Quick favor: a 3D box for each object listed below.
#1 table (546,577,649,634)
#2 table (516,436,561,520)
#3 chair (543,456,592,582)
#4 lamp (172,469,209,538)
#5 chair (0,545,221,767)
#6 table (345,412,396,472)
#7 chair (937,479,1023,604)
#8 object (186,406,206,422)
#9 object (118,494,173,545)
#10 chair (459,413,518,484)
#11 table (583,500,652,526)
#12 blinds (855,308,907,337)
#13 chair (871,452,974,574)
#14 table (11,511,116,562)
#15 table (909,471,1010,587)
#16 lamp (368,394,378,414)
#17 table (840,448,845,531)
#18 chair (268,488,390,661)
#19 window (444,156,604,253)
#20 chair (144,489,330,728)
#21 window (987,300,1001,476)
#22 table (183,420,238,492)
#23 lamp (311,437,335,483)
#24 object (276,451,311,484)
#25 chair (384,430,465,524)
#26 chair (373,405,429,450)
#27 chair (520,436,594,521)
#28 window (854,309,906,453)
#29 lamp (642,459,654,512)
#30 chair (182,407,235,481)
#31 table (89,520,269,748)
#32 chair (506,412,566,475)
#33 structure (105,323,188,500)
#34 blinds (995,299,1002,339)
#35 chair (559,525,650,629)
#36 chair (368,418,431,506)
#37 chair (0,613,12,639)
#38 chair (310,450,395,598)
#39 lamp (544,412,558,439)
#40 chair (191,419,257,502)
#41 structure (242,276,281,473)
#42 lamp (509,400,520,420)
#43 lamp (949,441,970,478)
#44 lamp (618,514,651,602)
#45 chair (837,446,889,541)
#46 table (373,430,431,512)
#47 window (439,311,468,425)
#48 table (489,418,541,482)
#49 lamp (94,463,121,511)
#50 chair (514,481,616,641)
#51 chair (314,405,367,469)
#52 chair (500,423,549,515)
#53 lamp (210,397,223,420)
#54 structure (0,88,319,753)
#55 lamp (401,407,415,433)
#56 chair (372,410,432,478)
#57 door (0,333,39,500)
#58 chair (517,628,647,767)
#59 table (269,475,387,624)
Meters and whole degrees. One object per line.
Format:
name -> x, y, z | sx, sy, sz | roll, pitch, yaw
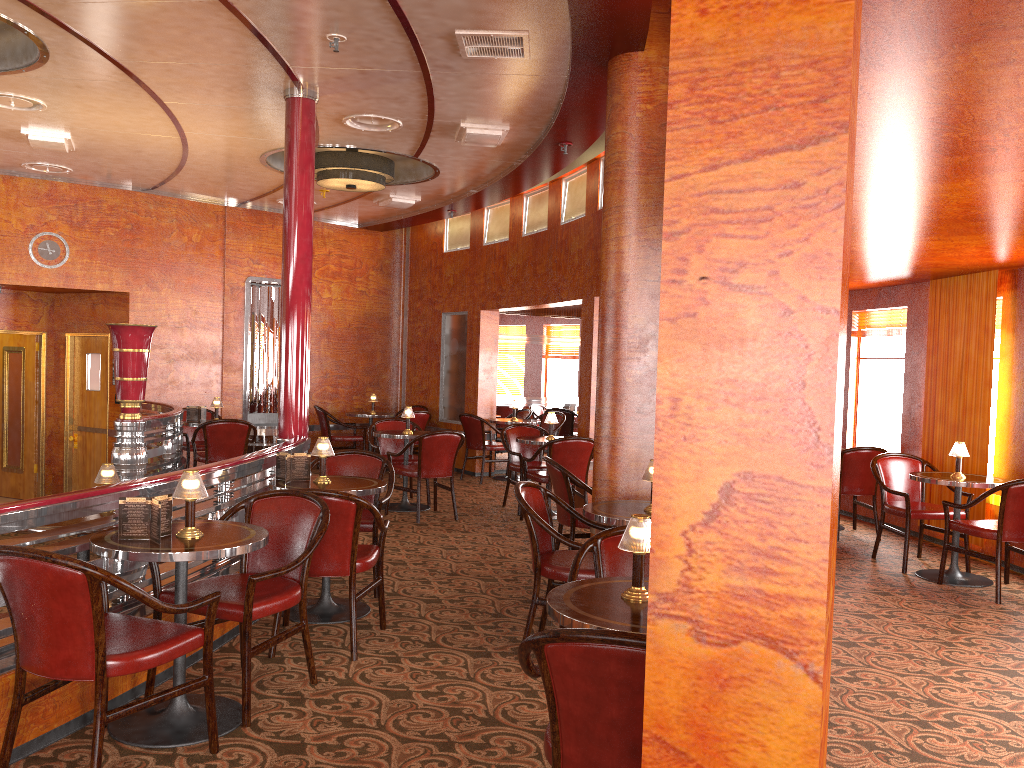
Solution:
table -> 0.410, 1.009, 2.648 | 0.640, 0.720, 0.639 | 2, 2, -8
table -> 0.345, 0.874, 8.309 | 0.640, 0.720, 0.639 | 1, 2, -30
chair -> 0.502, 0.889, 5.819 | 0.615, 0.817, 0.587 | 2, 2, -10
lamp -> -1.222, 0.452, 3.370 | 0.130, 0.250, 0.130 | 4, 3, 42
chair -> -1.386, 0.894, 2.955 | 0.587, 0.817, 0.615 | 3, 2, 20
table -> -1.801, 0.733, 11.268 | 0.640, 0.720, 0.639 | 1, 2, -30
chair -> 3.246, 0.981, 5.820 | 0.588, 0.817, 0.615 | 2, 2, -10
object -> -3.159, 0.303, 8.980 | 0.195, 0.156, 0.169 | 3, 2, 25
object -> -1.366, 0.497, 3.279 | 0.169, 0.156, 0.195 | 2, 2, -10
chair -> -0.319, 0.750, 10.552 | 0.615, 0.817, 0.587 | 0, 2, -40
table -> 0.655, 0.977, 4.347 | 0.640, 0.720, 0.639 | 0, 2, -39
blinds -> 3.544, -0.580, 8.469 | 0.057, 0.258, 0.803 | 1, 1, -13
chair -> 3.041, 0.953, 6.696 | 0.588, 0.817, 0.615 | 2, 2, -10
table -> -2.266, 1.153, 4.682 | 0.849, 0.961, 0.849 | 2, 2, 10
table -> 3.133, 1.015, 6.254 | 0.639, 0.720, 0.639 | 3, 2, 35
lamp -> -1.759, 0.249, 11.242 | 0.130, 0.250, 0.130 | 1, 2, -12
table -> 2.828, 0.959, 8.199 | 0.640, 0.720, 0.639 | 0, 2, -41
chair -> -0.921, 0.877, 4.348 | 0.588, 0.817, 0.615 | 2, 2, 0
window -> 0.302, -1.793, 5.845 | 1.956, 0.480, 11.942 | 2, 1, -2
chair -> -1.108, 0.885, 3.741 | 0.587, 0.817, 0.615 | 3, 2, 25
window -> 3.789, 0.039, 7.263 | 0.040, 1.421, 0.819 | 2, 2, -7
table -> -3.013, 0.745, 9.021 | 0.640, 0.720, 0.639 | 1, 2, -30
lamp -> -1.055, 0.421, 4.943 | 0.130, 0.250, 0.130 | 1, 2, -12
object -> -1.231, 0.463, 4.905 | 0.195, 0.156, 0.169 | 2, 2, 0
chair -> -0.755, 0.797, 7.962 | 0.588, 0.817, 0.615 | 1, 2, -35
chair -> -1.430, 0.689, 11.608 | 0.587, 0.817, 0.615 | 3, 2, 40
chair -> 0.437, 0.840, 7.815 | 0.588, 0.817, 0.615 | 1, 2, -20
window -> 3.569, 0.002, 8.501 | 0.040, 1.421, 0.819 | 1, 2, -13
lamp -> 0.697, 0.494, 4.323 | 0.130, 0.250, 0.130 | 1, 2, -12
chair -> -3.348, 0.673, 9.553 | 0.588, 0.817, 0.615 | 0, 2, -40
table -> -1.273, 0.936, 3.403 | 0.640, 0.720, 0.639 | 1, 2, -17
chair -> 0.338, 0.758, 11.169 | 0.615, 0.817, 0.587 | 0, 2, -40
structure -> -3.425, 0.492, 8.473 | 0.624, 2.025, 3.167 | 1, 2, -20
blinds -> 3.763, -0.517, 7.236 | 0.057, 0.312, 0.803 | 2, 1, -7
chair -> 0.472, 0.952, 3.131 | 0.588, 0.817, 0.615 | 2, 2, 10
chair -> -1.137, 0.764, 8.840 | 0.588, 0.817, 0.615 | 1, 2, -20
chair -> -2.013, 1.294, 3.397 | 0.350, 0.756, 0.350 | 1, 2, -18
chair -> -1.043, 0.845, 5.538 | 0.588, 0.817, 0.615 | 2, 2, 0
lamp -> 0.367, 0.389, 8.298 | 0.130, 0.250, 0.130 | 2, 2, -3
chair -> -2.756, 0.718, 8.479 | 0.588, 0.817, 0.615 | 1, 2, -25
structure -> -2.949, -0.114, 10.880 | 0.812, 2.355, 0.556 | 0, 3, -38
lamp -> 0.029, 0.317, 10.864 | 0.130, 0.250, 0.130 | 1, 2, -12
lamp -> 3.144, 0.530, 6.238 | 0.130, 0.250, 0.130 | 3, 2, 22
lamp -> 0.385, 0.522, 2.684 | 0.130, 0.250, 0.130 | 1, 2, -30
chair -> 2.942, 0.925, 7.765 | 0.588, 0.817, 0.615 | 2, 2, -10
table -> -1.015, 0.825, 8.475 | 0.640, 0.720, 0.639 | 1, 2, -30
window -> -0.650, -0.208, 11.550 | 0.257, 1.441, 0.806 | 0, 2, -34
table -> 0.022, 0.803, 10.860 | 0.640, 0.720, 0.639 | 1, 2, -30
lamp -> -2.162, 0.549, 4.738 | 0.130, 0.250, 0.130 | 4, 3, 42
chair -> 0.308, 0.915, 4.439 | 0.615, 0.817, 0.587 | 2, 2, 15
chair -> -2.175, 0.676, 11.093 | 0.615, 0.817, 0.587 | 1, 2, -25
chair -> 0.193, 0.812, 8.645 | 0.588, 0.817, 0.615 | 1, 2, -25
lamp -> -2.999, 0.260, 9.005 | 0.130, 0.250, 0.130 | 1, 2, -30
structure -> -1.640, -0.137, 4.098 | 0.549, 3.607, 4.352 | 2, 2, 5
lamp -> -0.989, 0.341, 8.434 | 0.130, 0.250, 0.130 | 1, 2, -12
chair -> -1.321, 0.710, 10.867 | 0.588, 0.817, 0.615 | 0, 3, -45
door -> -5.932, 0.371, 10.580 | 0.808, 1.984, 0.063 | 3, 2, 25
chair -> 0.314, 0.966, 2.309 | 0.587, 0.817, 0.615 | 2, 2, 15
table -> -1.029, 0.908, 4.937 | 0.640, 0.720, 0.639 | 2, 2, 1
